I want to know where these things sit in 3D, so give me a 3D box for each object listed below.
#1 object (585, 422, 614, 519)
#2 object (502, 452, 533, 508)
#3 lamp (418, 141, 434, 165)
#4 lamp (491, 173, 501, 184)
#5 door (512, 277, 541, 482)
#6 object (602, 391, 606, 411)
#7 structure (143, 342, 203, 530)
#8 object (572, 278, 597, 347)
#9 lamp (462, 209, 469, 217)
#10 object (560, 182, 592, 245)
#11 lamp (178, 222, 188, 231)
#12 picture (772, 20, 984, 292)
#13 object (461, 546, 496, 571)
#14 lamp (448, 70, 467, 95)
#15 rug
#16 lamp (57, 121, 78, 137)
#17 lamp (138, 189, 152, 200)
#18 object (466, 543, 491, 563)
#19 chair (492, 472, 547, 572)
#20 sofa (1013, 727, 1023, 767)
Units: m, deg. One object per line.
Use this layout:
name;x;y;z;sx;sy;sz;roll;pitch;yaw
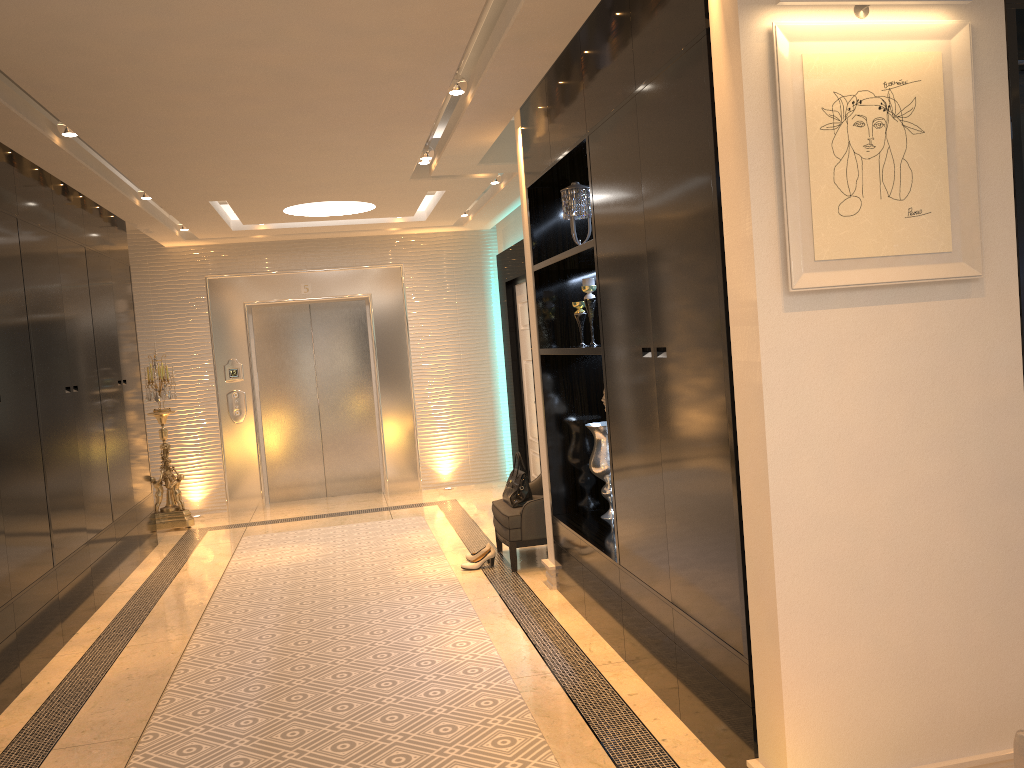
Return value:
object;0.536;0.480;4.925;0.221;0.522;0.221;-5;3;-6
object;0.031;0.628;5.928;0.168;0.345;0.366;-5;3;-12
lamp;-0.567;-1.503;5.754;0.107;0.127;0.235;-5;3;-11
lamp;-0.138;-1.586;6.751;0.107;0.127;0.107;-6;3;-30
door;0.185;0.031;8.202;0.089;2.034;0.919;-5;3;-11
object;0.581;0.370;4.353;0.221;0.794;0.308;-4;3;16
structure;-3.076;0.461;8.211;0.382;1.715;0.811;-4;3;13
object;0.389;-0.380;4.703;0.079;0.361;0.176;-6;3;-30
lamp;-0.456;-1.640;8.339;0.107;0.127;0.107;-6;3;-30
object;0.328;-0.831;4.420;0.155;0.347;0.155;-6;3;-31
lamp;-2.906;-1.422;7.856;0.107;0.127;0.107;-6;3;-30
picture;1.028;-0.642;2.481;0.610;0.729;0.027;-5;3;-11
object;-0.220;1.139;5.786;0.235;0.135;0.084;-5;3;-9
lamp;-0.270;-1.452;4.251;0.107;0.127;0.107;-6;3;-30
rug;-1.022;1.296;5.101;1.526;0.015;5.025;-5;3;-11
lamp;-2.226;-1.307;4.454;0.107;0.127;0.107;-6;3;-30
lamp;-2.588;-1.368;6.268;0.107;0.127;0.107;-4;3;8
object;-0.220;1.129;5.979;0.235;0.135;0.084;-2;4;37
chair;0.222;0.710;5.957;0.702;0.898;0.625;-5;3;-10
sofa;2.230;0.847;1.432;2.328;0.754;1.145;-5;3;-11
